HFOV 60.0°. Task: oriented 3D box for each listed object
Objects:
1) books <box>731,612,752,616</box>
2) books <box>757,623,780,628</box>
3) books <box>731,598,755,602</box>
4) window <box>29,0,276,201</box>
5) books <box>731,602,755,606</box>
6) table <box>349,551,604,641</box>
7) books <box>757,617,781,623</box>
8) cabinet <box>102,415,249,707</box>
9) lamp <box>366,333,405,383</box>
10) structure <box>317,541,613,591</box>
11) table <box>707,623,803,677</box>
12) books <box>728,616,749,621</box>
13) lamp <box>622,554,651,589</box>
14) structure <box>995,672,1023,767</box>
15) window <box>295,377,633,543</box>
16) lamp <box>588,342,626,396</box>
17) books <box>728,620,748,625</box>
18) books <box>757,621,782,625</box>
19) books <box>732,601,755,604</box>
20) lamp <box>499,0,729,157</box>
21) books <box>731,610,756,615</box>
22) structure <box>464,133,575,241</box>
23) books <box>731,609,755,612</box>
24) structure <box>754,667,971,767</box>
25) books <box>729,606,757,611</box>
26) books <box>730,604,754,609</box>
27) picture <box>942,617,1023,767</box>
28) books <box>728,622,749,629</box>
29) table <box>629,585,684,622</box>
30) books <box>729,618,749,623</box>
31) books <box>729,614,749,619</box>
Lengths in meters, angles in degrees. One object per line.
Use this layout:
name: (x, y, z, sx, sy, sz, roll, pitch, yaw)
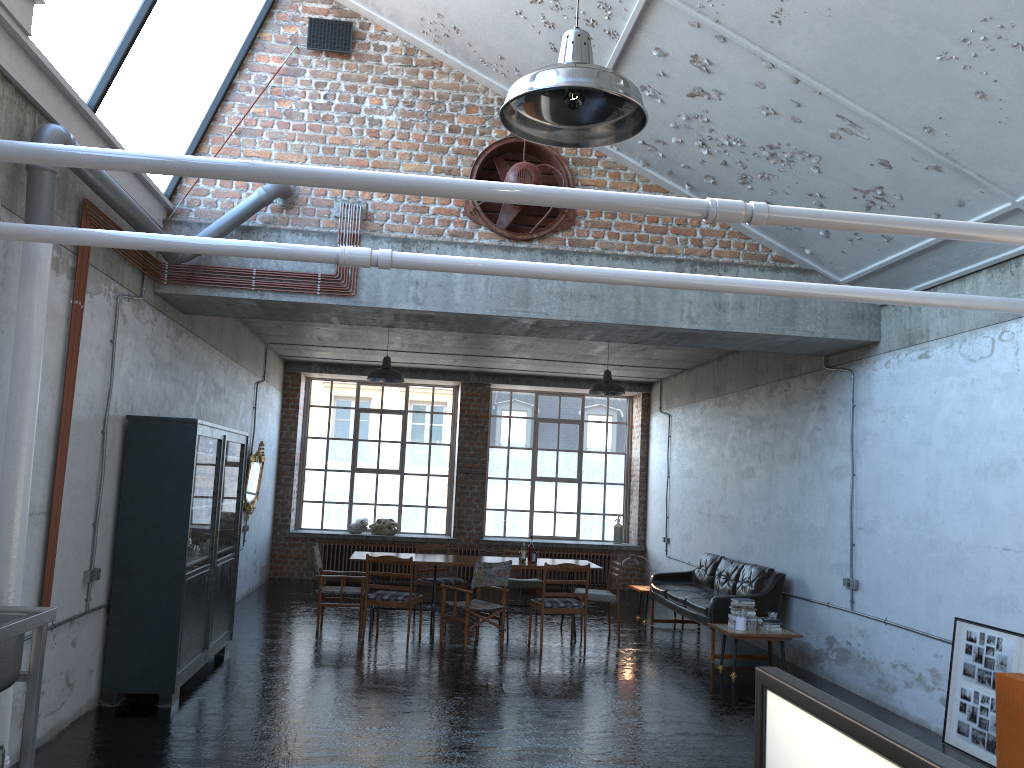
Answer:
books: (2.512, 2.499, 9.629, 0.221, 0.023, 0.147, 4, -6, -7)
books: (2.758, 2.604, 9.595, 0.166, 0.024, 0.227, 6, -7, -27)
books: (2.510, 2.352, 9.653, 0.201, 0.024, 0.159, 5, -7, -16)
window: (-2.171, -3.189, 4.241, 0.994, 2.404, 8.048, 3, -6, -6)
books: (2.514, 2.395, 9.650, 0.209, 0.023, 0.167, 4, -6, -12)
table: (-0.492, 2.701, 11.300, 3.112, 0.917, 1.067, 3, -6, -6)
books: (2.765, 2.554, 9.596, 0.225, 0.029, 0.179, 4, -7, -14)
cabinet: (-3.046, 1.531, 8.283, 0.572, 2.297, 2.386, 3, -6, -6)
lamp: (-1.629, -0.488, 11.636, 0.502, 0.891, 0.502, 3, -6, -2)
structure: (-0.779, 3.305, 16.038, 5.349, 0.713, 0.232, 3, -6, -6)
table: (2.581, 2.856, 9.488, 0.811, 0.458, 0.649, 3, -6, -6)
books: (2.503, 2.545, 9.625, 0.255, 0.014, 0.192, 3, -6, -3)
lamp: (1.842, 2.730, 12.935, 0.496, 0.492, 0.220, 4, -7, -14)
structure: (3.379, 2.045, 3.334, 1.272, 1.221, 2.942, 3, -6, -6)
window: (3.278, 3.399, 17.683, 19.864, 12.900, 0.747, 3, -6, -6)
lamp: (1.296, -0.314, 11.961, 0.502, 0.891, 0.502, 3, -6, -2)
books: (2.493, 2.584, 9.605, 0.249, 0.023, 0.175, 4, -6, -11)
books: (2.772, 2.581, 9.600, 0.243, 0.024, 0.175, 4, -6, -10)
books: (2.515, 2.373, 9.642, 0.205, 0.020, 0.155, 3, -6, -6)
lamp: (0.955, -1.604, 5.398, 0.945, 2.025, 5.320, 1, -6, 12)
books: (2.511, 2.479, 9.636, 0.224, 0.021, 0.158, 3, -6, -6)
structure: (0.078, -1.896, 8.503, 1.058, 1.096, 0.808, 3, -6, -6)
books: (2.511, 2.457, 9.632, 0.205, 0.022, 0.155, 4, -6, -11)
structure: (1.620, 1.798, 1.859, 0.119, 1.221, 5.500, 3, -6, -6)
books: (2.507, 2.437, 9.635, 0.244, 0.019, 0.174, 3, -6, -6)
books: (2.500, 2.415, 9.636, 0.231, 0.023, 0.162, 2, -6, 9)
picture: (3.563, 2.330, 6.684, 0.135, 0.994, 0.889, 3, -6, -6)
books: (2.489, 2.617, 9.602, 0.248, 0.043, 0.192, 3, -6, -6)
table: (2.176, 3.219, 12.939, 0.811, 0.458, 0.649, 3, -6, -6)
books: (2.494, 2.561, 9.607, 0.249, 0.023, 0.175, 3, -6, -6)
books: (2.503, 2.524, 9.629, 0.245, 0.028, 0.193, 4, -6, -11)
